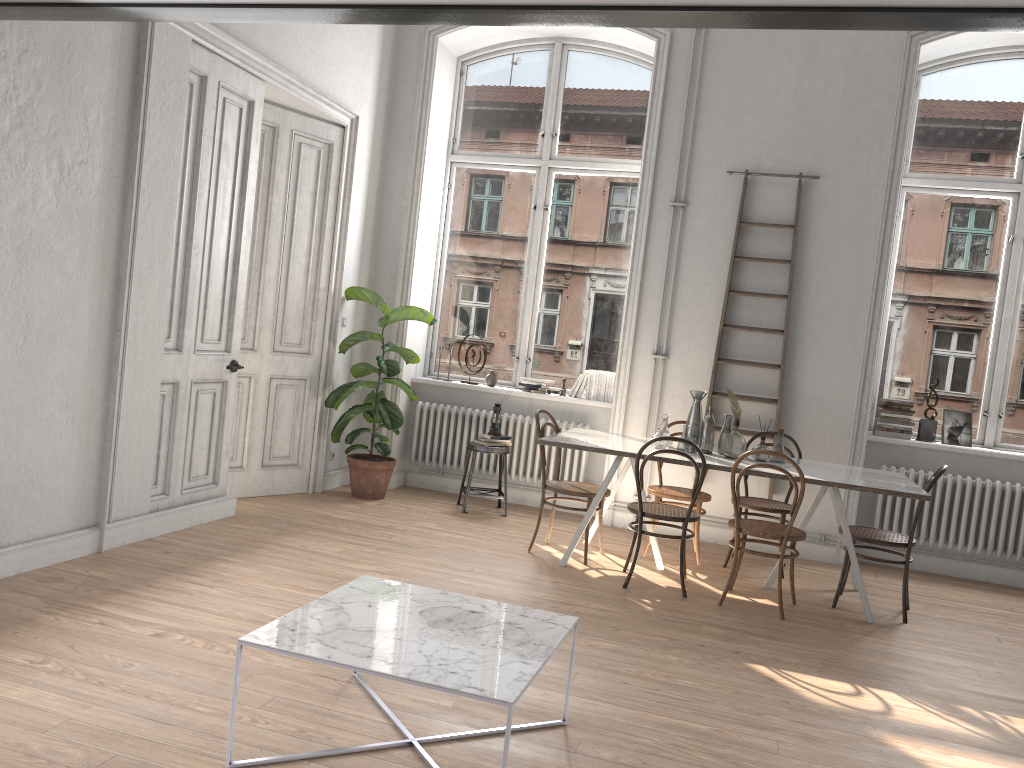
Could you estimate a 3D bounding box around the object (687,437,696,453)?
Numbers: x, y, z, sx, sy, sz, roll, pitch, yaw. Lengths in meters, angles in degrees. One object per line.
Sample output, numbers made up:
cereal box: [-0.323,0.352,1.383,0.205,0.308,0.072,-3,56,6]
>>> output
object: [1.137,0.385,5.584,0.058,0.094,0.058,10,4,44]

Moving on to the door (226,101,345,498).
door: [-1.752,-0.571,6.407,0.216,2.815,1.097,9,4,41]

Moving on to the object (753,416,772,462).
object: [1.571,0.341,5.546,0.106,0.284,0.106,7,3,11]

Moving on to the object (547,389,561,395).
object: [0.357,0.065,7.393,0.153,0.048,0.088,5,4,-34]

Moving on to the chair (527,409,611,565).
chair: [0.382,0.658,5.841,0.549,0.921,0.438,8,4,24]

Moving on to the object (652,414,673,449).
object: [0.955,0.301,5.601,0.132,0.219,0.132,7,3,5]

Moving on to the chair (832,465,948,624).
chair: [2.233,0.895,5.286,0.549,0.921,0.438,8,4,28]

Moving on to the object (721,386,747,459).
object: [1.397,0.241,5.513,0.156,0.446,0.157,9,4,34]

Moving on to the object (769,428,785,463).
object: [1.684,0.387,5.594,0.101,0.212,0.101,4,4,-35]

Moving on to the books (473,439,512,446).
books: [-0.152,0.462,6.972,0.246,0.034,0.193,5,3,-34]

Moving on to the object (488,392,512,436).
object: [-0.091,0.215,6.982,0.163,0.383,0.154,6,3,-10]

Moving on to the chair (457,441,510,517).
chair: [-0.208,0.733,6.961,0.364,0.523,0.360,6,3,-10]

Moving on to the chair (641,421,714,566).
chair: [1.169,0.731,6.166,0.437,0.921,0.549,7,3,14]

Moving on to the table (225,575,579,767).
table: [-0.305,0.988,2.907,0.849,0.392,0.849,7,3,16]

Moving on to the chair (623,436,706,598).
chair: [0.900,0.745,5.266,0.438,0.921,0.549,7,3,11]

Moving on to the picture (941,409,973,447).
picture: [3.290,0.326,6.593,0.221,0.264,0.148,6,3,0]

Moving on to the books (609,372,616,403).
books: [0.838,0.028,7.263,0.024,0.243,0.175,7,3,16]

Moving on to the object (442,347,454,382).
object: [-0.534,-0.167,7.607,0.095,0.289,0.095,9,4,38]

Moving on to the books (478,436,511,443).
books: [-0.137,0.438,6.970,0.232,0.029,0.162,6,3,-13]

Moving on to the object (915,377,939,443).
object: [3.112,0.186,6.598,0.122,0.488,0.102,9,4,40]

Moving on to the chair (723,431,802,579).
chair: [1.737,0.799,6.085,0.437,0.921,0.549,8,3,23]

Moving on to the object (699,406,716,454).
object: [1.250,0.290,5.649,0.086,0.301,0.086,7,3,2]

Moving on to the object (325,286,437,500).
object: [1.314,0.288,6.030,5.825,1.843,0.792,8,3,21]

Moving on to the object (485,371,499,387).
object: [-0.172,-0.049,7.522,0.100,0.142,0.102,6,3,-9]

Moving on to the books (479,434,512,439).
books: [-0.132,0.415,6.969,0.221,0.027,0.147,4,4,-42]

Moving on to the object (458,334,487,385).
object: [-0.339,-0.212,7.571,0.087,0.425,0.347,4,4,-42]

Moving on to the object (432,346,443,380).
object: [-0.629,-0.183,7.694,0.095,0.289,0.095,3,4,-42]

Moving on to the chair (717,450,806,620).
chair: [1.448,0.817,5.071,0.437,0.921,0.549,8,4,27]

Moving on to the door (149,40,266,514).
door: [-1.917,-0.532,5.245,0.216,2.815,1.097,8,3,17]

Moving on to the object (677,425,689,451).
object: [1.109,0.345,5.690,0.083,0.158,0.083,7,3,12]

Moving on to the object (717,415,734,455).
object: [1.376,0.326,5.689,0.098,0.255,0.100,6,3,-7]

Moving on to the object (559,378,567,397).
object: [0.429,0.025,7.313,0.048,0.153,0.088,6,3,-14]

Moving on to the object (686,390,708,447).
object: [1.192,0.236,5.781,0.116,0.383,0.116,8,4,27]

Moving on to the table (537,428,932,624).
table: [1.311,0.845,5.600,2.199,0.780,1.100,7,3,16]
